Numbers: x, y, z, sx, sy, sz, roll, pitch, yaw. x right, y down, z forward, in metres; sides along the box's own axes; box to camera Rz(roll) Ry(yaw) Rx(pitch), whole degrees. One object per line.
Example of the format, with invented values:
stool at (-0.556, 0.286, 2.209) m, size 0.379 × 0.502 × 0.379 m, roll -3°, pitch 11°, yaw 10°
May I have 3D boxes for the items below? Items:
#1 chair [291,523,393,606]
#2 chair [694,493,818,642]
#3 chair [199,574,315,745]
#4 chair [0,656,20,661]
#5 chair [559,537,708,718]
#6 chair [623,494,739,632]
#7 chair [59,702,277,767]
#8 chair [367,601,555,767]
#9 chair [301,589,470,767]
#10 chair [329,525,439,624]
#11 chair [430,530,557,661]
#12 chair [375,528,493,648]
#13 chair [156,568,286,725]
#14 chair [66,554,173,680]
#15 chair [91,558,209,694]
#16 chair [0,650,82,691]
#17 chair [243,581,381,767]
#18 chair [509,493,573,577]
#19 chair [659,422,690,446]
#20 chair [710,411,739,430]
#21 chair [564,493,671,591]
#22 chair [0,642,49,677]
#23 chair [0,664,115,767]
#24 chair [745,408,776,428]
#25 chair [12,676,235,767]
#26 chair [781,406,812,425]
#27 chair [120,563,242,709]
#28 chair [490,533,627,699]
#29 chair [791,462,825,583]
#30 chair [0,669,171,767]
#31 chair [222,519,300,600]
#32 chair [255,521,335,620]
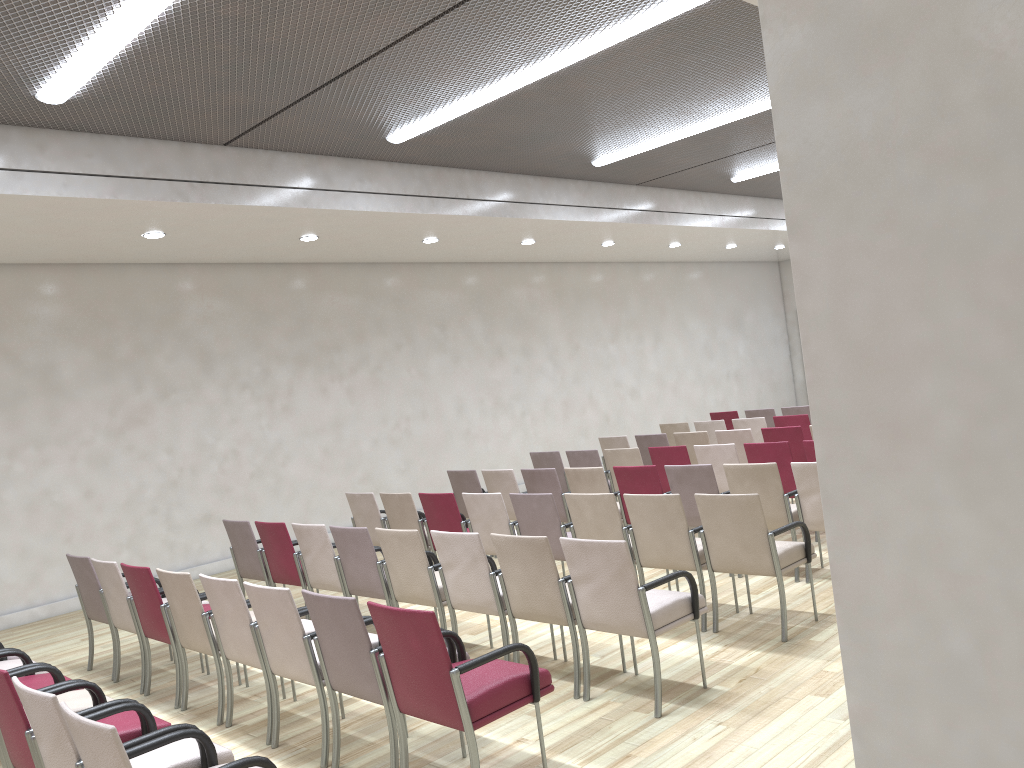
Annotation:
chair at (-1.223, 1.427, 6.651) m, size 0.640 × 0.890 × 0.513 m, roll -8°, pitch 1°, yaw -44°
chair at (1.549, 1.074, 5.555) m, size 0.640 × 0.890 × 0.513 m, roll -8°, pitch 1°, yaw -45°
chair at (-1.331, 1.454, 5.004) m, size 0.640 × 0.890 × 0.513 m, roll -8°, pitch 1°, yaw -44°
chair at (-3.353, 1.716, 5.325) m, size 0.640 × 0.890 × 0.513 m, roll -8°, pitch 1°, yaw -44°
chair at (0.667, 1.196, 4.694) m, size 0.640 × 0.890 × 0.513 m, roll -8°, pitch 1°, yaw -44°
chair at (1.155, 1.122, 5.937) m, size 0.513 × 0.890 × 0.640 m, roll -7°, pitch 1°, yaw 45°
chair at (-1.064, 1.436, 2.961) m, size 0.513 × 0.890 × 0.640 m, roll -7°, pitch 1°, yaw 45°
chair at (-0.197, 1.316, 3.813) m, size 0.640 × 0.890 × 0.513 m, roll -8°, pitch 1°, yaw -44°
chair at (-0.573, 1.362, 4.225) m, size 0.640 × 0.890 × 0.513 m, roll -8°, pitch 1°, yaw -44°
chair at (-0.859, 1.383, 6.252) m, size 0.640 × 0.890 × 0.513 m, roll -8°, pitch 1°, yaw -44°
chair at (-0.081, 1.287, 5.469) m, size 0.640 × 0.890 × 0.513 m, roll -8°, pitch 1°, yaw -43°
chair at (-0.482, 1.337, 5.868) m, size 0.640 × 0.890 × 0.513 m, roll -8°, pitch 1°, yaw -45°
chair at (-1.727, 1.503, 5.396) m, size 0.640 × 0.890 × 0.513 m, roll -8°, pitch 1°, yaw -45°
chair at (-2.864, 1.642, 6.580) m, size 0.513 × 0.890 × 0.640 m, roll -7°, pitch 1°, yaw 45°
chair at (-2.488, 1.596, 6.173) m, size 0.640 × 0.890 × 0.513 m, roll -8°, pitch 1°, yaw -44°
chair at (-2.590, 1.623, 4.533) m, size 0.640 × 0.890 × 0.513 m, roll -8°, pitch 1°, yaw -44°
chair at (-0.963, 1.409, 4.610) m, size 0.640 × 0.890 × 0.513 m, roll -8°, pitch 1°, yaw -45°
chair at (0.397, 1.215, 6.723) m, size 0.640 × 0.890 × 0.513 m, roll -8°, pitch 1°, yaw -44°
chair at (2.358, 0.919, 11.742) m, size 0.513 × 0.890 × 0.640 m, roll -7°, pitch 1°, yaw 45°
chair at (3.214, 0.801, 12.603) m, size 0.640 × 0.890 × 0.513 m, roll -8°, pitch 1°, yaw -44°
chair at (0.788, 1.167, 6.337) m, size 0.513 × 0.890 × 0.640 m, roll -7°, pitch 1°, yaw 45°
chair at (-2.965, 1.669, 4.931) m, size 0.640 × 0.890 × 0.513 m, roll -8°, pitch 1°, yaw -44°
chair at (-2.212, 1.576, 4.137) m, size 0.640 × 0.890 × 0.513 m, roll -8°, pitch 1°, yaw -44°
chair at (3.605, 0.753, 12.202) m, size 0.640 × 0.890 × 0.513 m, roll -8°, pitch 1°, yaw -44°
chair at (-1.444, 1.482, 3.358) m, size 0.513 × 0.890 × 0.640 m, roll -7°, pitch 1°, yaw 45°
chair at (3.990, 0.705, 11.822) m, size 0.640 × 0.890 × 0.513 m, roll -8°, pitch 1°, yaw -44°
chair at (-2.113, 1.550, 5.783) m, size 0.640 × 0.890 × 0.513 m, roll -8°, pitch 1°, yaw -44°
chair at (0.294, 1.241, 5.084) m, size 0.640 × 0.890 × 0.513 m, roll -8°, pitch 1°, yaw -44°
chair at (2.413, 0.954, 6.408) m, size 0.513 × 0.890 × 0.640 m, roll -7°, pitch 1°, yaw 45°
chair at (-1.830, 1.530, 3.754) m, size 0.640 × 0.890 × 0.513 m, roll -8°, pitch 1°, yaw -45°
chair at (-1.993, 1.522, 7.436) m, size 0.640 × 0.890 × 0.513 m, roll -8°, pitch 1°, yaw -44°
chair at (-1.612, 1.475, 7.045) m, size 0.640 × 0.890 × 0.513 m, roll -8°, pitch 1°, yaw -45°
